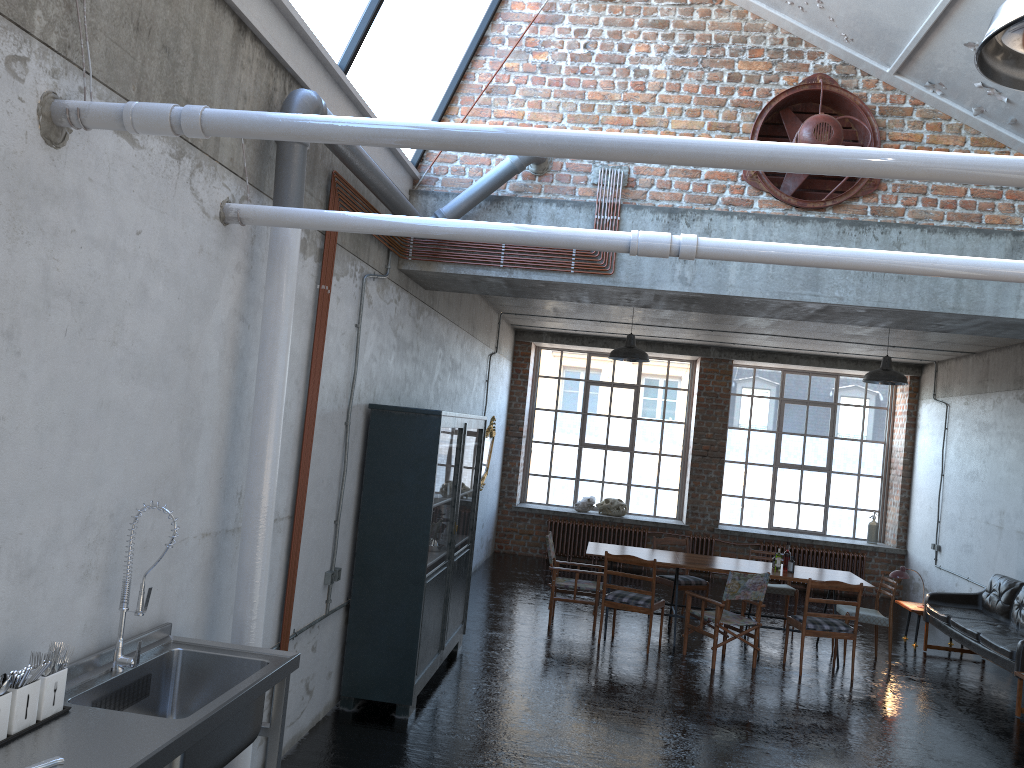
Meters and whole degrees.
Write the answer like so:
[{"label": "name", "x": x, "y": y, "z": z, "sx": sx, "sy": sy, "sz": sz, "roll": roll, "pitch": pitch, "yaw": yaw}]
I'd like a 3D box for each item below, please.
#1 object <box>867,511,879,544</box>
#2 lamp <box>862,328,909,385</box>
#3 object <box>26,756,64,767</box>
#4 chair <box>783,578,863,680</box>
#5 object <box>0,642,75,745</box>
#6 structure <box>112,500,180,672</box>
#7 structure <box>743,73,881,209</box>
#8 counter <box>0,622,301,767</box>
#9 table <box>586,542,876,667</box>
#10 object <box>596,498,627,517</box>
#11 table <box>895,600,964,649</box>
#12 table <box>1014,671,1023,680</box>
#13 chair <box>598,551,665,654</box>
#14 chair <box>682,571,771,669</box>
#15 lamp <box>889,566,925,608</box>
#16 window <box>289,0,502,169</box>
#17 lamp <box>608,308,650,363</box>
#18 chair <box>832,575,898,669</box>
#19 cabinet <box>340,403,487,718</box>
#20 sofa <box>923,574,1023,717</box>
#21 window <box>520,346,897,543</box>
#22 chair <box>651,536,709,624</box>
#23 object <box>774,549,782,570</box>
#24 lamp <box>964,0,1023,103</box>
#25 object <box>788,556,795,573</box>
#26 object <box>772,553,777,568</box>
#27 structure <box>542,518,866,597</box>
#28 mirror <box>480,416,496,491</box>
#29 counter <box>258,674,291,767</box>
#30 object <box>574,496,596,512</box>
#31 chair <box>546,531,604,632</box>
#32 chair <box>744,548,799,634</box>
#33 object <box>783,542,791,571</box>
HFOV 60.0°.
[{"label": "object", "x": 6.132, "y": 2.435, "z": 15.051, "sx": 0.172, "sy": 0.551, "sz": 0.172, "roll": 8, "pitch": -3, "yaw": -39}, {"label": "lamp", "x": 4.354, "y": -0.452, "z": 10.265, "sx": 0.502, "sy": 0.891, "sz": 0.502, "roll": 5, "pitch": -3, "yaw": 11}, {"label": "object", "x": -1.362, "y": 1.067, "z": 2.399, "sx": 0.045, "sy": 0.022, "sz": 0.327, "roll": 4, "pitch": -3, "yaw": 26}, {"label": "chair", "x": 3.226, "y": 2.516, "z": 9.233, "sx": 0.573, "sy": 1.028, "sz": 0.509, "roll": 6, "pitch": -3, "yaw": -4}, {"label": "object", "x": -1.548, "y": 0.954, "z": 2.745, "sx": 0.166, "sy": 0.234, "sz": 0.454, "roll": 5, "pitch": -3, "yaw": 8}, {"label": "structure", "x": -1.408, "y": 0.781, "z": 3.422, "sx": 0.210, "sy": 0.661, "sz": 0.039, "roll": 5, "pitch": -3, "yaw": 7}, {"label": "structure", "x": 2.404, "y": -1.927, "z": 7.109, "sx": 1.058, "sy": 1.096, "sz": 0.808, "roll": 5, "pitch": -3, "yaw": 7}, {"label": "counter", "x": -1.388, "y": 1.334, "z": 2.672, "sx": 0.625, "sy": 0.644, "sz": 2.435, "roll": 5, "pitch": -3, "yaw": 7}, {"label": "table", "x": 2.378, "y": 2.516, "z": 10.197, "sx": 3.112, "sy": 0.917, "sz": 1.067, "roll": 5, "pitch": -3, "yaw": 7}, {"label": "object", "x": 1.721, "y": 2.138, "z": 15.480, "sx": 0.418, "sy": 0.305, "sz": 0.625, "roll": 7, "pitch": -3, "yaw": -19}, {"label": "table", "x": 5.340, "y": 3.067, "z": 11.195, "sx": 0.811, "sy": 0.458, "sz": 0.649, "roll": 5, "pitch": -3, "yaw": 7}, {"label": "table", "x": 4.934, "y": 2.873, "z": 7.730, "sx": 0.811, "sy": 0.458, "sz": 0.649, "roll": 5, "pitch": -3, "yaw": 7}, {"label": "chair", "x": 1.311, "y": 2.340, "z": 9.585, "sx": 0.573, "sy": 1.028, "sz": 0.509, "roll": 4, "pitch": -3, "yaw": 26}, {"label": "chair", "x": 2.220, "y": 2.402, "z": 9.223, "sx": 0.574, "sy": 1.031, "sz": 0.713, "roll": 7, "pitch": -3, "yaw": -23}, {"label": "lamp", "x": 5.028, "y": 2.566, "z": 11.244, "sx": 0.496, "sy": 0.492, "sz": 0.220, "roll": 6, "pitch": -3, "yaw": -1}, {"label": "window", "x": -0.744, "y": -3.118, "z": 3.426, "sx": 0.994, "sy": 2.404, "sz": 8.048, "roll": 5, "pitch": -3, "yaw": 7}, {"label": "lamp", "x": 1.441, "y": -0.727, "z": 10.622, "sx": 0.502, "sy": 0.891, "sz": 0.502, "roll": 5, "pitch": -3, "yaw": 11}, {"label": "chair", "x": 3.972, "y": 2.641, "z": 9.976, "sx": 0.577, "sy": 0.971, "sz": 0.589, "roll": 5, "pitch": -3, "yaw": 7}, {"label": "cabinet", "x": -0.779, "y": 1.380, "z": 7.801, "sx": 0.572, "sy": 2.297, "sz": 2.386, "roll": 5, "pitch": -3, "yaw": 7}, {"label": "sofa", "x": 5.297, "y": 2.680, "z": 9.482, "sx": 0.929, "sy": 1.045, "sz": 2.610, "roll": 5, "pitch": -3, "yaw": 7}, {"label": "window", "x": 7.518, "y": 3.080, "z": 15.555, "sx": 19.864, "sy": 12.900, "sz": 0.747, "roll": 5, "pitch": -3, "yaw": 7}, {"label": "chair", "x": 2.126, "y": 2.496, "z": 11.266, "sx": 0.573, "sy": 1.028, "sz": 0.509, "roll": 7, "pitch": -3, "yaw": -29}, {"label": "object", "x": 3.037, "y": 1.996, "z": 10.108, "sx": 0.070, "sy": 0.235, "sz": 0.041, "roll": 5, "pitch": -3, "yaw": 6}, {"label": "lamp", "x": 2.521, "y": -1.463, "z": 3.904, "sx": 0.945, "sy": 2.025, "sz": 5.320, "roll": 5, "pitch": -3, "yaw": 25}, {"label": "object", "x": 3.153, "y": 2.033, "z": 10.004, "sx": 0.051, "sy": 0.180, "sz": 0.097, "roll": 7, "pitch": -3, "yaw": -21}, {"label": "object", "x": 3.042, "y": 2.037, "z": 10.221, "sx": 0.077, "sy": 0.173, "sz": 0.077, "roll": 6, "pitch": -3, "yaw": -7}, {"label": "structure", "x": 3.193, "y": 2.898, "z": 14.897, "sx": 5.349, "sy": 0.713, "sz": 0.232, "roll": 5, "pitch": -3, "yaw": 7}, {"label": "mirror", "x": -0.374, "y": 1.036, "z": 12.673, "sx": 0.172, "sy": 1.182, "sz": 1.339, "roll": 5, "pitch": -3, "yaw": 7}, {"label": "counter", "x": -1.412, "y": 1.667, "z": 2.656, "sx": 0.589, "sy": 1.160, "sz": 2.374, "roll": 5, "pitch": -3, "yaw": 7}, {"label": "object", "x": 1.284, "y": 2.111, "z": 15.596, "sx": 0.281, "sy": 0.281, "sz": 0.575, "roll": 4, "pitch": -3, "yaw": 33}, {"label": "chair", "x": 0.714, "y": 2.302, "z": 10.366, "sx": 0.713, "sy": 1.031, "sz": 0.574, "roll": 5, "pitch": -3, "yaw": 7}, {"label": "chair", "x": 3.285, "y": 2.630, "z": 11.286, "sx": 0.589, "sy": 0.971, "sz": 0.577, "roll": 5, "pitch": -3, "yaw": 7}, {"label": "object", "x": 3.145, "y": 1.965, "z": 10.137, "sx": 0.075, "sy": 0.324, "sz": 0.075, "roll": 4, "pitch": -3, "yaw": 32}]
